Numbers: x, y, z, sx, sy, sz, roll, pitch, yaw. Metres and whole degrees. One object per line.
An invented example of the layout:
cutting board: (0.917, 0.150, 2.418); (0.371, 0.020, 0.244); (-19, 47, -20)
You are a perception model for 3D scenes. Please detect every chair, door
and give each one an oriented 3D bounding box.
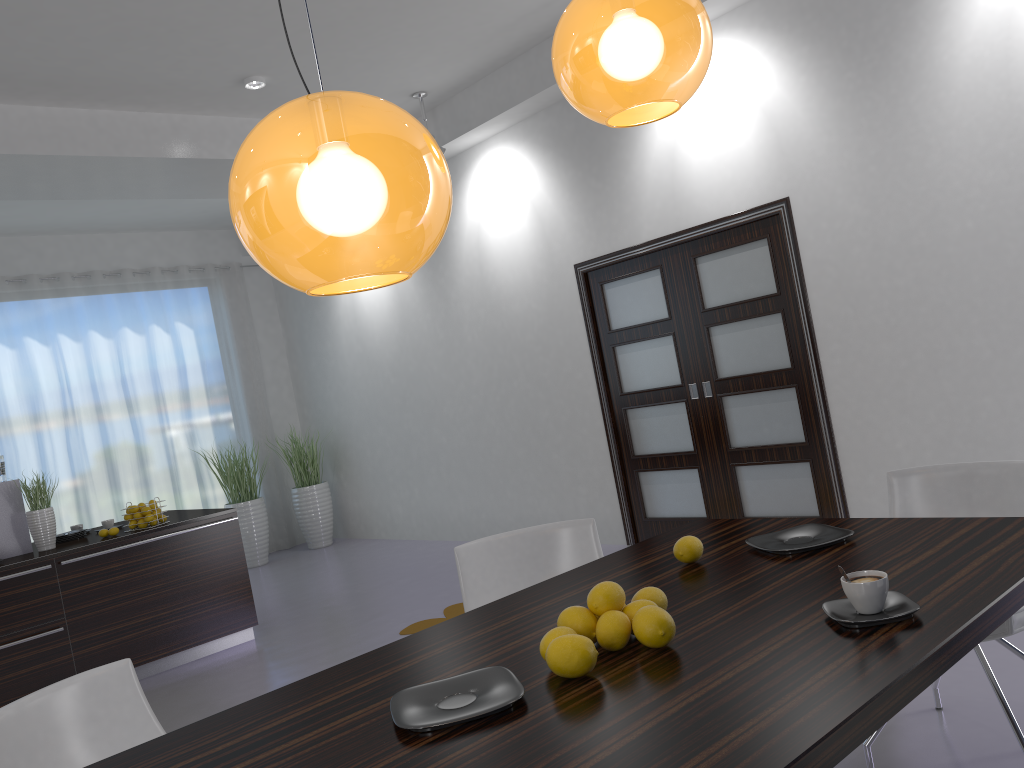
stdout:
chair: (-0.832, 1.092, 2.033); (0.620, 0.805, 0.508); (-11, 0, 19)
chair: (0.138, 0.902, 2.878); (0.508, 0.805, 0.620); (-11, 0, -6)
door: (1.283, 0.031, 5.806); (0.220, 2.061, 1.764); (-11, 0, -41)
chair: (1.325, 0.677, 2.603); (0.620, 0.805, 0.508); (-11, 0, -41)

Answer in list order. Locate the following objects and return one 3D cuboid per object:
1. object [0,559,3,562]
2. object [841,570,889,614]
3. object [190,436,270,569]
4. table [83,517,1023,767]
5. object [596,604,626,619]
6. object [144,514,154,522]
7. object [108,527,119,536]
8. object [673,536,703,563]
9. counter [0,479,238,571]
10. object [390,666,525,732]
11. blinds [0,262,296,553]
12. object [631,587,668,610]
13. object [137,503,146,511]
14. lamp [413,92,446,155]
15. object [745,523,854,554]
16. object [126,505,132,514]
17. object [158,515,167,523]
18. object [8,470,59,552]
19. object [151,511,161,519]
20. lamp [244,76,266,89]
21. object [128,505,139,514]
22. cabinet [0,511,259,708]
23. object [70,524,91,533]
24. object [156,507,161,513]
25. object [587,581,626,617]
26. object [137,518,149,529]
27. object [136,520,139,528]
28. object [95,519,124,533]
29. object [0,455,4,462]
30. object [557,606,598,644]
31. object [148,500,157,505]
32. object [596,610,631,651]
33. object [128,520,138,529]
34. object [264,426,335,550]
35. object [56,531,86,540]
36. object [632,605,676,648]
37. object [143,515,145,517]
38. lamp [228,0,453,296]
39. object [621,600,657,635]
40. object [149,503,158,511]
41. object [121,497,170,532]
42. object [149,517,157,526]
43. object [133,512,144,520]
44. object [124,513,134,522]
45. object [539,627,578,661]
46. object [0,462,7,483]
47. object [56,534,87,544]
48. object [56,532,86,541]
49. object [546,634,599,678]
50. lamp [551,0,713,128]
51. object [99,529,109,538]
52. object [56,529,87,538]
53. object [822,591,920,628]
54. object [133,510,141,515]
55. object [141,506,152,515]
object: (-2.978, 1.019, 4.957); (0.232, 0.020, 0.232); (-11, 0, -32)
object: (0.646, 0.384, 1.630); (0.081, 0.064, 0.101); (-11, 0, -16)
object: (-2.629, 1.136, 8.708); (0.713, 1.334, 0.656); (-11, 0, -41)
table: (0.267, 0.894, 1.732); (2.046, 0.783, 1.127); (-11, 0, -41)
object: (0.200, 0.474, 1.821); (0.083, 0.068, 0.070); (-11, 0, 18)
object: (-2.230, 0.825, 5.447); (0.052, 0.054, 0.061); (-11, 0, 26)
object: (-2.409, 0.893, 5.363); (0.063, 0.051, 0.053); (-11, 0, -37)
object: (0.451, 0.424, 2.266); (0.083, 0.068, 0.070); (-11, 0, -37)
counter: (-3.363, 1.310, 5.099); (3.291, 1.300, 1.302); (-11, 0, -41)
object: (-0.097, 0.558, 1.567); (0.232, 0.020, 0.232); (-11, 0, -12)
blinds: (-3.657, 0.420, 8.658); (2.830, 3.112, 0.120); (-11, 0, -41)
object: (0.285, 0.457, 1.840); (0.083, 0.068, 0.070); (-11, 0, -37)
object: (-2.303, 0.765, 5.519); (0.051, 0.053, 0.063); (-11, 0, -39)
lamp: (-0.605, -1.866, 6.488); (0.185, 0.511, 0.150); (-11, 0, -41)
object: (0.731, 0.397, 2.258); (0.232, 0.020, 0.232); (-11, 0, -12)
object: (-2.368, 0.784, 5.505); (0.057, 0.060, 0.052); (-11, 0, 37)
object: (-2.198, 0.847, 5.572); (0.053, 0.052, 0.062); (-11, 0, -2)
object: (-2.793, 0.737, 5.276); (0.247, 0.502, 0.269); (-11, 0, 2)
object: (-2.218, 0.815, 5.516); (0.051, 0.055, 0.061); (-11, 0, 28)
lamp: (-1.630, -1.909, 5.619); (0.132, 0.035, 0.132); (-11, 0, 22)
object: (-2.332, 0.774, 5.467); (0.063, 0.051, 0.053); (-11, 0, 6)
cabinet: (-3.315, 1.529, 5.090); (3.285, 0.852, 1.377); (-11, 0, -41)
object: (-2.912, 0.980, 5.940); (0.153, 0.069, 0.153); (-11, 0, -7)
object: (-2.233, 0.802, 5.573); (0.053, 0.054, 0.061); (-11, 0, 5)
object: (0.188, 0.430, 1.767); (0.083, 0.068, 0.070); (-11, 0, -37)
object: (-2.275, 0.861, 5.469); (0.064, 0.063, 0.074); (-11, 0, -21)
object: (-2.341, 0.874, 5.530); (0.061, 0.053, 0.053); (-11, 0, 2)
object: (-2.660, 0.932, 5.846); (0.153, 0.069, 0.153); (-11, 0, 23)
object: (-3.073, 0.492, 5.307); (0.072, 0.119, 0.071); (-11, 0, -1)
object: (0.133, 0.481, 1.759); (0.076, 0.080, 0.094); (-11, 0, -39)
object: (-2.260, 0.758, 5.581); (0.050, 0.060, 0.059); (-11, 0, -41)
object: (0.194, 0.474, 1.702); (0.069, 0.071, 0.081); (-11, 0, 26)
object: (-2.336, 0.867, 5.473); (0.060, 0.057, 0.052); (-11, 0, -39)
object: (-2.160, 1.044, 9.166); (0.713, 1.334, 0.656); (-11, 0, 34)
object: (-2.848, 0.973, 5.664); (0.232, 0.020, 0.232); (-11, 0, -37)
object: (0.267, 0.457, 1.669); (0.079, 0.077, 0.094); (-11, 0, 3)
object: (-2.337, 0.820, 5.598); (0.053, 0.055, 0.060); (-11, 0, 2)
lamp: (-0.434, -1.130, 1.446); (0.359, 1.974, 0.358); (-11, 0, -36)
object: (0.255, 0.463, 1.757); (0.083, 0.068, 0.070); (-11, 0, 18)
object: (-2.232, 0.766, 5.520); (0.051, 0.053, 0.063); (-11, 0, -28)
object: (-2.288, 0.805, 5.525); (0.207, 0.174, 0.189); (-11, 0, 14)
object: (-2.221, 0.852, 5.488); (0.051, 0.053, 0.063); (-11, 0, -33)
object: (-2.303, 0.814, 5.470); (0.052, 0.053, 0.062); (-11, 0, 21)
object: (-2.364, 0.824, 5.477); (0.063, 0.051, 0.053); (-11, 0, 18)
object: (0.091, 0.495, 1.674); (0.083, 0.068, 0.070); (-11, 0, -37)
object: (-3.066, 0.530, 5.308); (0.072, 0.119, 0.071); (-11, 0, -1)
object: (-2.845, 0.993, 5.664); (0.232, 0.020, 0.232); (-11, 0, -32)
object: (-2.847, 0.983, 5.664); (0.232, 0.020, 0.232); (-11, 0, -32)
object: (0.108, 0.488, 1.590); (0.094, 0.077, 0.079); (-11, 0, 23)
lamp: (0.140, -1.410, 1.985); (0.358, 1.645, 0.359); (-11, 0, -30)
object: (-2.471, 0.905, 5.373); (0.063, 0.051, 0.053); (-11, 0, 18)
object: (-3.040, 0.935, 5.612); (0.646, 0.147, 0.269); (-11, 0, -16)
object: (0.655, 0.414, 1.621); (0.154, 0.020, 0.154); (-11, 0, 4)
object: (-2.328, 0.815, 5.521); (0.064, 0.053, 0.051); (-11, 0, -38)
object: (-2.255, 0.783, 5.468); (0.061, 0.052, 0.053); (-11, 0, -28)
